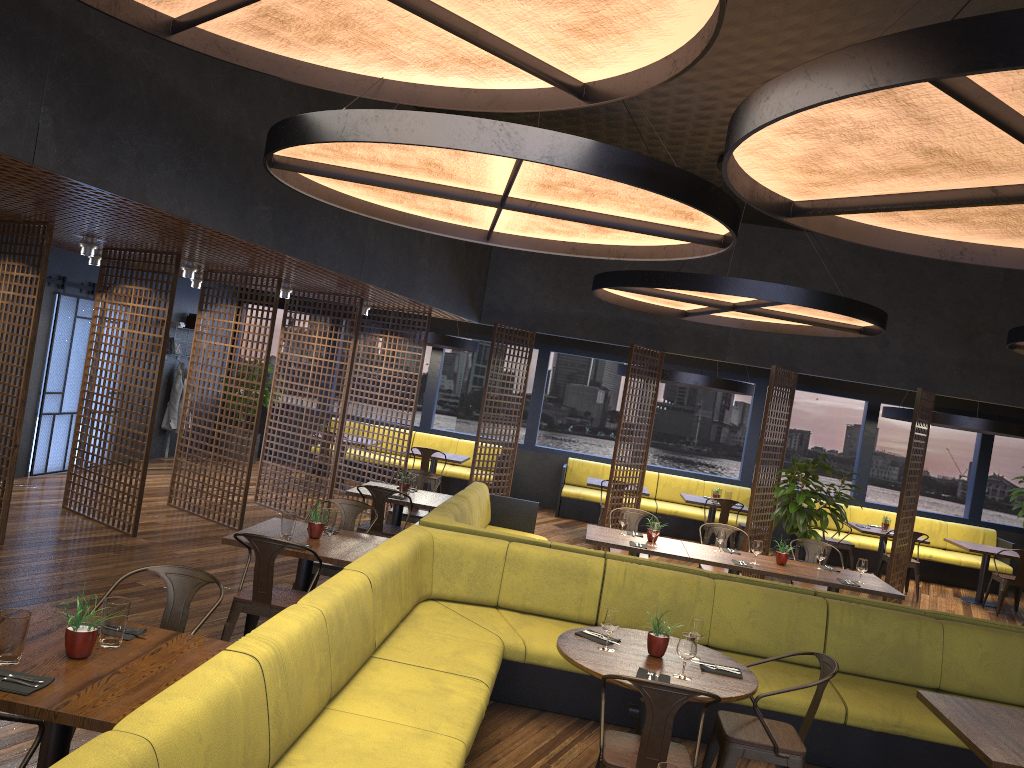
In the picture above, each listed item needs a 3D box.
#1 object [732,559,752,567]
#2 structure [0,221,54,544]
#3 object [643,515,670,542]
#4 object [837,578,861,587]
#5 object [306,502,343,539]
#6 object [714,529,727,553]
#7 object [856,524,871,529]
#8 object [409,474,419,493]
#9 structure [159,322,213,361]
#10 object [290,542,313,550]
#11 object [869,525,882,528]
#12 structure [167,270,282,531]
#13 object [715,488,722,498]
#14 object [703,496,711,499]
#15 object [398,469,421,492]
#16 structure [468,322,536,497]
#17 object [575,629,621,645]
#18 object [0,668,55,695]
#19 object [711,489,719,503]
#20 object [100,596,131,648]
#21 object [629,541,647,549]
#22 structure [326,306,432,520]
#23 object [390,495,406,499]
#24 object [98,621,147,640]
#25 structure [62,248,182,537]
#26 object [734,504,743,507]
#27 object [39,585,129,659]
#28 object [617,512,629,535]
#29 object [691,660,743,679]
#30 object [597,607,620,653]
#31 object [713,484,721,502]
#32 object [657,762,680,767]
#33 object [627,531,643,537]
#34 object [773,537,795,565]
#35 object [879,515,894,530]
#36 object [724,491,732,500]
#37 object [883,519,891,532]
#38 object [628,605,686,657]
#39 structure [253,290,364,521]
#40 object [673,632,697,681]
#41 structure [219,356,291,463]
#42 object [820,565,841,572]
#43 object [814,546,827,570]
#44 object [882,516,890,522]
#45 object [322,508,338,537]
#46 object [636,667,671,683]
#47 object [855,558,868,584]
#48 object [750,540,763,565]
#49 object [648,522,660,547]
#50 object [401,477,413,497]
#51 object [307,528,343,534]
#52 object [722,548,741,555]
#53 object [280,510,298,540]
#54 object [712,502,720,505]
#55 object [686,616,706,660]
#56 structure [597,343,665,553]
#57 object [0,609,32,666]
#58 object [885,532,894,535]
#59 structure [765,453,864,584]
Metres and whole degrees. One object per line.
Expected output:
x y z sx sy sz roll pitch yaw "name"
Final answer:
2.011 1.563 7.760 0.157 0.019 0.255 9 0 6 "object"
-4.571 -0.085 7.768 1.319 2.700 0.050 9 0 36 "structure"
1.298 1.315 8.167 0.238 0.271 0.260 9 0 27 "object"
2.903 1.707 7.666 0.157 0.019 0.255 9 0 6 "object"
-1.306 0.906 5.989 0.260 0.271 0.238 9 0 7 "object"
1.935 1.453 8.224 0.097 0.206 0.097 9 0 -38 "object"
4.964 2.011 12.556 0.157 0.019 0.255 9 0 5 "object"
-0.989 0.990 8.821 0.102 0.178 0.102 9 0 22 "object"
-4.932 -0.597 13.563 0.293 0.563 1.220 9 0 6 "structure"
-1.412 1.018 5.660 0.255 0.019 0.157 9 0 5 "object"
5.289 2.062 12.830 0.255 0.019 0.157 9 0 5 "object"
-3.174 0.130 9.717 1.319 2.700 0.050 9 0 36 "structure"
2.999 1.612 12.915 0.102 0.178 0.102 9 0 -8 "object"
2.953 1.684 13.078 0.255 0.019 0.157 9 0 5 "object"
-1.030 0.937 8.651 0.260 0.271 0.238 9 0 7 "object"
-0.166 0.607 11.344 0.050 2.700 0.852 9 0 36 "structure"
0.469 1.330 4.654 0.255 0.019 0.157 9 0 38 "object"
-1.690 0.987 2.975 0.255 0.019 0.157 9 0 5 "object"
2.870 1.593 12.580 0.102 0.178 0.102 9 0 -8 "object"
-1.546 0.927 3.442 0.102 0.178 0.102 9 0 -8 "object"
1.119 1.418 7.854 0.157 0.019 0.255 9 0 6 "object"
-1.777 0.346 11.666 1.319 2.700 0.050 9 0 36 "structure"
-1.133 1.050 8.353 0.255 0.019 0.157 9 0 5 "object"
-1.593 1.000 3.606 0.255 0.019 0.157 9 0 5 "object"
-3.872 0.023 8.743 1.319 2.700 0.050 9 0 36 "structure"
3.229 1.731 12.690 0.157 0.019 0.255 9 0 5 "object"
-1.598 0.873 3.281 0.238 0.271 0.260 9 0 27 "object"
1.043 1.309 8.318 0.097 0.206 0.097 9 0 -38 "object"
1.024 1.420 4.438 0.255 0.019 0.157 9 0 8 "object"
0.492 1.239 4.479 0.097 0.206 0.097 9 0 -42 "object"
2.953 1.559 12.747 0.238 0.271 0.260 9 0 27 "object"
0.454 1.242 2.638 0.097 0.206 0.097 9 0 -2 "object"
1.170 1.424 8.417 0.157 0.019 0.255 9 0 6 "object"
2.451 1.501 8.045 0.238 0.271 0.260 9 0 27 "object"
5.267 1.933 12.499 0.238 0.271 0.260 9 0 27 "object"
3.080 1.626 12.655 0.102 0.178 0.102 9 0 -8 "object"
5.207 1.971 12.332 0.102 0.178 0.102 9 0 -8 "object"
0.741 1.243 4.504 0.238 0.271 0.260 9 0 27 "object"
-2.475 0.238 10.691 1.319 2.700 0.050 9 0 36 "structure"
0.827 1.295 4.220 0.097 0.206 0.097 9 0 31 "object"
-4.339 0.393 14.748 1.166 1.763 0.993 9 0 -24 "structure"
2.954 1.712 8.229 0.157 0.019 0.255 9 0 6 "object"
2.827 1.597 8.129 0.097 0.206 0.097 9 0 -38 "object"
5.336 1.990 12.666 0.102 0.178 0.102 9 0 -8 "object"
-1.268 0.958 6.128 0.102 0.178 0.102 9 0 -8 "object"
0.660 1.363 4.138 0.157 0.019 0.255 9 0 13 "object"
3.060 1.637 7.764 0.097 0.206 0.097 9 0 -38 "object"
2.167 1.492 7.858 0.097 0.206 0.097 9 0 -38 "object"
1.275 1.348 7.953 0.097 0.206 0.097 9 0 -38 "object"
-1.013 0.988 8.501 0.102 0.178 0.102 9 0 12 "object"
-1.314 1.031 6.291 0.255 0.019 0.157 9 0 5 "object"
2.062 1.568 8.323 0.157 0.019 0.255 9 0 6 "object"
-1.469 0.928 5.812 0.102 0.178 0.102 9 0 -8 "object"
2.891 1.678 12.418 0.255 0.019 0.157 9 0 5 "object"
0.947 1.312 4.585 0.097 0.206 0.097 9 0 45 "object"
1.504 0.877 11.168 0.050 2.700 0.852 9 0 36 "structure"
-1.763 0.894 3.123 0.102 0.178 0.102 9 0 42 "object"
5.228 2.056 12.169 0.255 0.019 0.157 9 0 5 "object"
3.380 1.659 10.310 1.166 1.763 0.993 9 0 -24 "structure"
